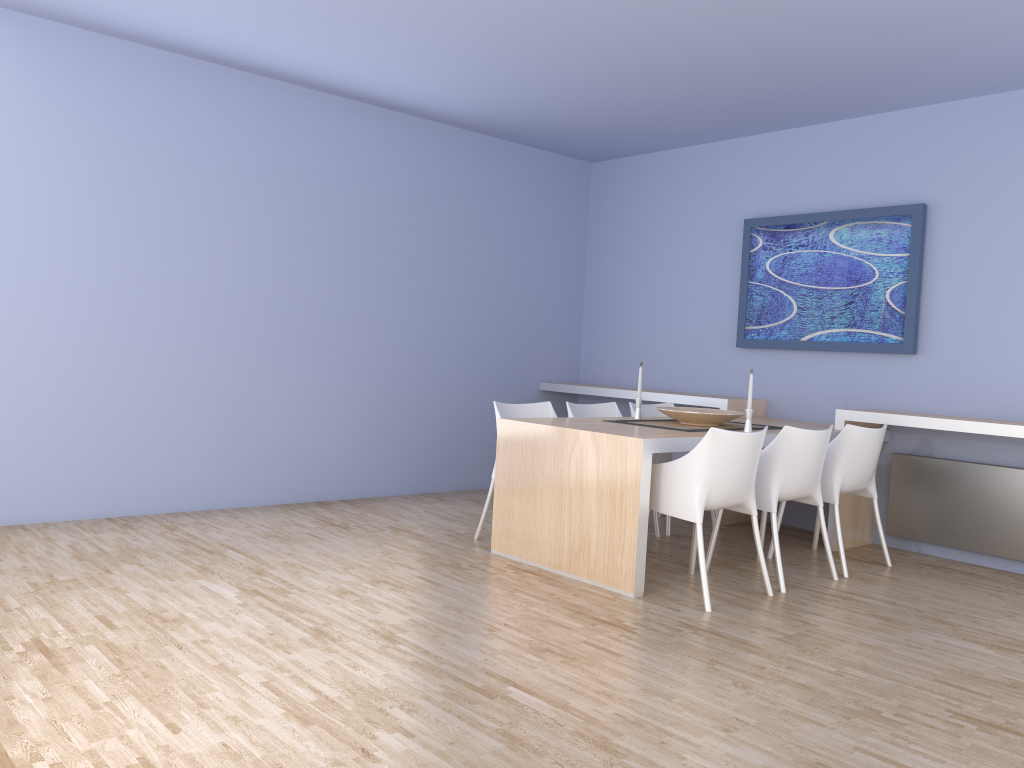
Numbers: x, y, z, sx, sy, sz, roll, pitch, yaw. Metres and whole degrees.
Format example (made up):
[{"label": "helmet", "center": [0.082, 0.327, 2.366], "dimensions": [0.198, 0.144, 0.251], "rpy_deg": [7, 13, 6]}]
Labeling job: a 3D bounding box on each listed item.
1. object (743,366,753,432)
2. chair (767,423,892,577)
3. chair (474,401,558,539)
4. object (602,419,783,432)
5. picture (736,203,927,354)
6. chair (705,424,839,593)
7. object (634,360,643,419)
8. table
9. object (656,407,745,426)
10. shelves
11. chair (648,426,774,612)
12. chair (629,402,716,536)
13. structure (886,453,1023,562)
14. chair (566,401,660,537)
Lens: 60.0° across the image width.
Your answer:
[{"label": "object", "center": [1.253, 0.080, 4.669], "dimensions": [0.045, 0.349, 0.045], "rpy_deg": [1, 3, -41]}, {"label": "chair", "center": [1.792, 0.599, 4.937], "dimensions": [0.510, 0.793, 0.486], "rpy_deg": [1, 3, -41]}, {"label": "chair", "center": [0.149, 0.505, 5.019], "dimensions": [0.510, 0.793, 0.486], "rpy_deg": [1, 3, -41]}, {"label": "object", "center": [1.061, 0.231, 5.019], "dimensions": [0.986, 0.005, 0.594], "rpy_deg": [1, 3, -42]}, {"label": "picture", "center": [2.036, -0.669, 5.795], "dimensions": [0.049, 0.901, 1.252], "rpy_deg": [1, 3, -41]}, {"label": "chair", "center": [1.351, 0.588, 4.549], "dimensions": [0.510, 0.793, 0.486], "rpy_deg": [1, 3, -41]}, {"label": "object", "center": [0.754, 0.032, 5.240], "dimensions": [0.045, 0.349, 0.045], "rpy_deg": [3, 2, 0]}, {"label": "table", "center": [1.115, 0.592, 5.109], "dimensions": [2.340, 0.718, 1.002], "rpy_deg": [1, 3, -41]}, {"label": "object", "center": [1.062, 0.188, 5.022], "dimensions": [0.493, 0.081, 0.493], "rpy_deg": [2, 2, -23]}, {"label": "shelves", "center": [1.647, 0.531, 5.931], "dimensions": [0.463, 0.840, 3.901], "rpy_deg": [1, 3, -41]}, {"label": "chair", "center": [0.903, 0.577, 4.157], "dimensions": [0.510, 0.793, 0.486], "rpy_deg": [1, 3, -41]}, {"label": "chair", "center": [1.013, 0.526, 5.776], "dimensions": [0.510, 0.793, 0.486], "rpy_deg": [1, 3, -41]}, {"label": "structure", "center": [1.822, 0.624, 6.003], "dimensions": [0.064, 0.503, 3.843], "rpy_deg": [1, 3, -41]}, {"label": "chair", "center": [0.581, 0.515, 5.397], "dimensions": [0.510, 0.793, 0.486], "rpy_deg": [1, 3, -41]}]
